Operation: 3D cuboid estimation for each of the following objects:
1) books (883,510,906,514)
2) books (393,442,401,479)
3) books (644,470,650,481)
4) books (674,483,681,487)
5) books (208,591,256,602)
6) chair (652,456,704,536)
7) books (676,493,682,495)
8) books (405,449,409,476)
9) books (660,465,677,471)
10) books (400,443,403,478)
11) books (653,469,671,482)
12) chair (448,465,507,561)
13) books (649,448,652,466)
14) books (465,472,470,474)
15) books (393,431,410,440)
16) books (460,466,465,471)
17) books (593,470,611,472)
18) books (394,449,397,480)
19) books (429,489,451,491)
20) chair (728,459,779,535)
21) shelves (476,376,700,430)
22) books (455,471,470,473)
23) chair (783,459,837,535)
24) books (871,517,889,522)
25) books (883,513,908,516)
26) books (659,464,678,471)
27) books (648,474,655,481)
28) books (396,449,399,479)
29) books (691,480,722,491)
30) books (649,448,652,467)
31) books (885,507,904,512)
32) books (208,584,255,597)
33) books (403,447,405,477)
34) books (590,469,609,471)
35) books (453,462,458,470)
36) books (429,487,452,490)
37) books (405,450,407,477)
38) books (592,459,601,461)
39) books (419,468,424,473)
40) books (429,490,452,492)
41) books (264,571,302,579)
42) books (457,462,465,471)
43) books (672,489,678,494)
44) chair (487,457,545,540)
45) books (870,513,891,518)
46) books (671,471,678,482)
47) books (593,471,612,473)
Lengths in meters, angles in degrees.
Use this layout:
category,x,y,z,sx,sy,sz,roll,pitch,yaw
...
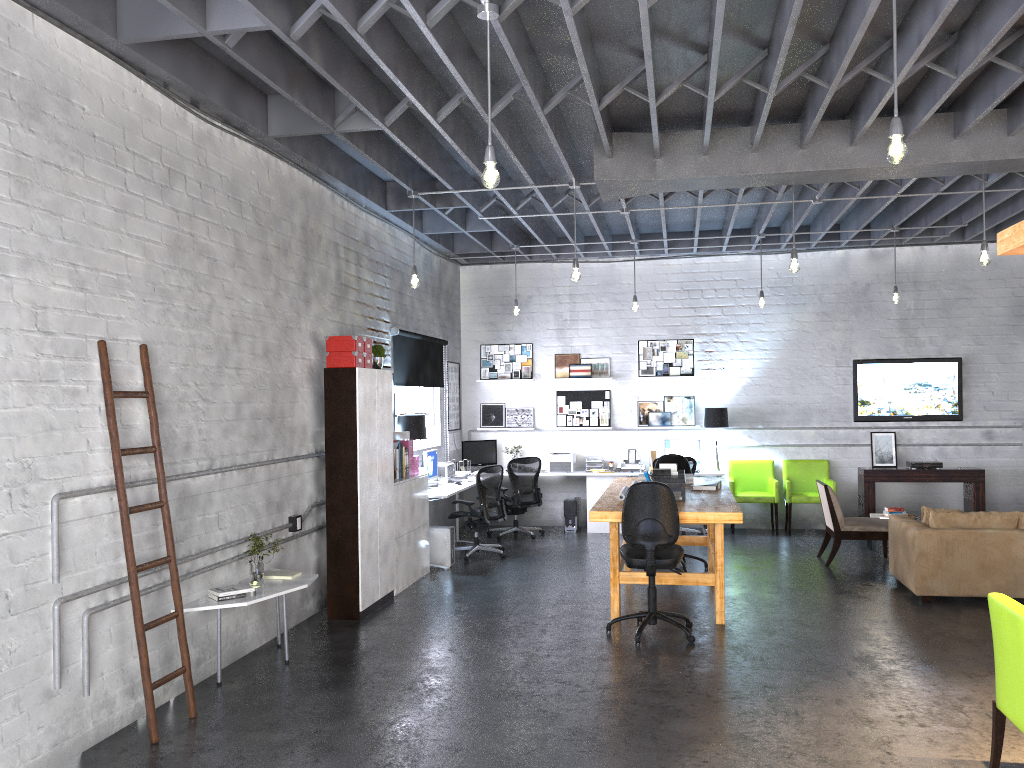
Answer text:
category,x,y,z,sx,sy,sz,roll,pitch,yaw
books,4.522,1.514,10.492,0.208,0.024,0.144,-1,-1,-4
books,-1.167,0.739,8.567,0.176,0.346,0.053,-1,0,11
books,1.147,0.835,7.337,0.108,0.234,0.166,-1,0,11
books,1.324,0.866,7.628,0.232,0.027,0.185,-1,-1,-17
books,-1.798,1.349,5.697,0.250,0.031,0.185,0,-1,-37
chair,1.988,1.416,11.228,0.732,1.031,0.753,-1,0,-21
books,1.329,0.910,7.314,0.141,0.021,0.203,-1,-1,12
books,-1.142,0.782,8.813,0.220,0.271,0.082,-1,0,11
books,1.469,0.865,8.330,0.158,0.200,0.082,-1,0,11
books,-1.160,0.743,8.628,0.197,0.339,0.065,-1,0,11
books,1.321,0.851,7.810,0.158,0.214,0.063,-1,0,11
chair,-0.416,1.432,10.044,0.753,1.031,0.732,-1,0,14
books,1.863,1.009,11.849,0.043,0.296,0.210,-1,0,11
books,-0.700,1.143,11.431,0.297,0.006,0.210,-1,-1,13
books,-1.120,0.608,8.926,0.192,0.267,0.060,-1,0,11
books,-0.653,1.128,11.753,0.037,0.076,0.102,-1,-1,26
books,1.176,1.145,11.674,0.211,0.014,0.148,-1,-1,-15
books,-1.188,0.763,8.441,0.170,0.293,0.057,-1,0,11
books,-0.791,1.144,9.634,0.209,0.012,0.158,-1,-1,34
chair,3.141,1.460,11.549,0.611,0.920,0.516,-1,0,11
shelves,1.013,0.268,12.111,3.024,0.694,0.199,-1,0,11
books,-0.700,1.133,11.436,0.297,0.006,0.210,-1,-1,11
chair,3.823,1.448,11.420,0.611,0.920,0.516,-1,0,11
books,4.265,1.560,10.229,0.174,0.045,0.240,-1,-1,0
books,4.532,1.538,10.487,0.161,0.026,0.223,-1,-1,-20
books,1.477,0.858,8.360,0.171,0.210,0.046,-1,0,11
books,1.177,0.847,7.316,0.097,0.209,0.157,-1,0,11
books,-1.175,0.767,8.491,0.174,0.286,0.045,-1,0,11
books,1.773,0.924,8.100,0.244,0.067,0.298,-1,-1,20
books,1.854,1.009,11.846,0.036,0.296,0.210,-1,0,11
books,4.519,1.481,10.485,0.185,0.041,0.129,-1,-1,5
books,-1.801,1.322,5.687,0.234,0.022,0.185,0,-1,-41
books,-1.132,0.764,8.697,0.159,0.298,0.026,-1,0,11
books,1.149,1.131,11.676,0.211,0.014,0.148,-1,-1,25
books,-0.735,1.091,11.798,0.052,0.109,0.133,-1,-1,26
books,-0.786,1.133,9.638,0.212,0.010,0.170,-2,-1,37
books,-1.153,0.783,8.754,0.219,0.267,0.060,-1,0,16
books,1.122,1.034,12.018,0.134,0.008,0.203,-1,-1,-6
books,-1.053,1.043,9.760,0.172,0.243,0.026,-1,0,11
books,-0.788,1.156,9.632,0.213,0.012,0.158,-2,-1,36
books,-1.649,1.362,6.318,0.248,0.021,0.176,-1,-1,10
books,-0.677,1.098,11.754,0.017,0.121,0.184,-1,-1,26
books,1.323,0.888,7.310,0.127,0.022,0.181,-1,-1,6
chair,0.027,1.449,11.443,0.753,1.031,0.732,-1,0,34
books,4.261,1.523,10.253,0.223,0.027,0.161,-1,-1,20
books,1.394,0.864,7.827,0.143,0.188,0.061,-1,0,11
books,1.195,1.159,11.683,0.211,0.014,0.148,0,-1,-25
